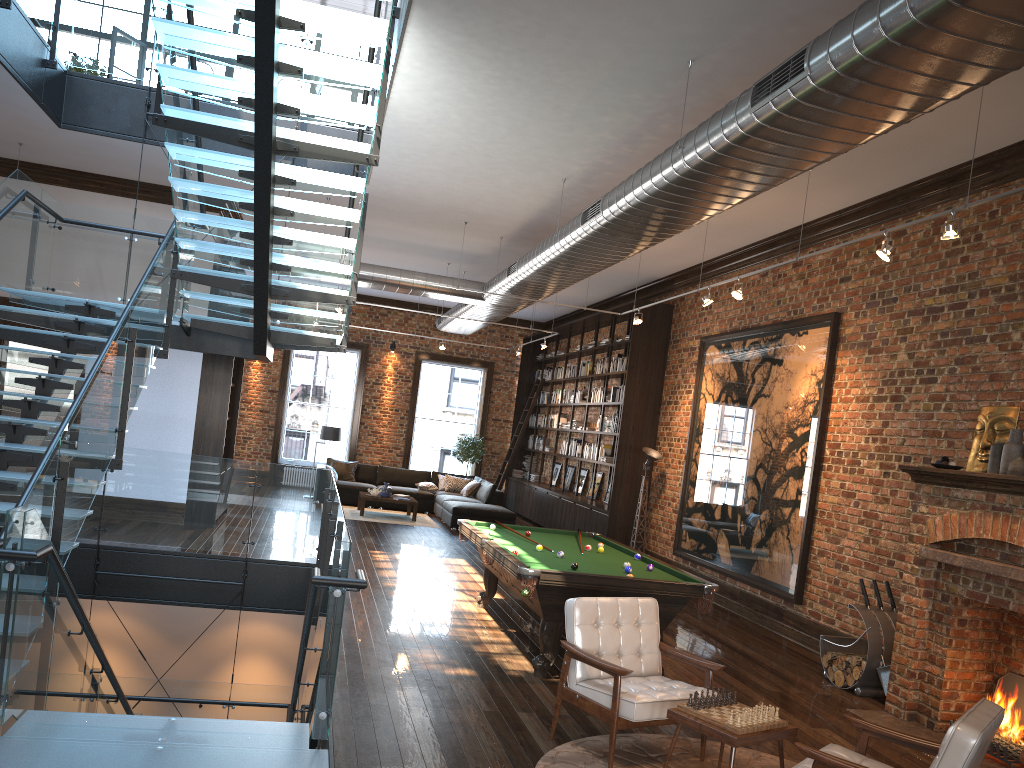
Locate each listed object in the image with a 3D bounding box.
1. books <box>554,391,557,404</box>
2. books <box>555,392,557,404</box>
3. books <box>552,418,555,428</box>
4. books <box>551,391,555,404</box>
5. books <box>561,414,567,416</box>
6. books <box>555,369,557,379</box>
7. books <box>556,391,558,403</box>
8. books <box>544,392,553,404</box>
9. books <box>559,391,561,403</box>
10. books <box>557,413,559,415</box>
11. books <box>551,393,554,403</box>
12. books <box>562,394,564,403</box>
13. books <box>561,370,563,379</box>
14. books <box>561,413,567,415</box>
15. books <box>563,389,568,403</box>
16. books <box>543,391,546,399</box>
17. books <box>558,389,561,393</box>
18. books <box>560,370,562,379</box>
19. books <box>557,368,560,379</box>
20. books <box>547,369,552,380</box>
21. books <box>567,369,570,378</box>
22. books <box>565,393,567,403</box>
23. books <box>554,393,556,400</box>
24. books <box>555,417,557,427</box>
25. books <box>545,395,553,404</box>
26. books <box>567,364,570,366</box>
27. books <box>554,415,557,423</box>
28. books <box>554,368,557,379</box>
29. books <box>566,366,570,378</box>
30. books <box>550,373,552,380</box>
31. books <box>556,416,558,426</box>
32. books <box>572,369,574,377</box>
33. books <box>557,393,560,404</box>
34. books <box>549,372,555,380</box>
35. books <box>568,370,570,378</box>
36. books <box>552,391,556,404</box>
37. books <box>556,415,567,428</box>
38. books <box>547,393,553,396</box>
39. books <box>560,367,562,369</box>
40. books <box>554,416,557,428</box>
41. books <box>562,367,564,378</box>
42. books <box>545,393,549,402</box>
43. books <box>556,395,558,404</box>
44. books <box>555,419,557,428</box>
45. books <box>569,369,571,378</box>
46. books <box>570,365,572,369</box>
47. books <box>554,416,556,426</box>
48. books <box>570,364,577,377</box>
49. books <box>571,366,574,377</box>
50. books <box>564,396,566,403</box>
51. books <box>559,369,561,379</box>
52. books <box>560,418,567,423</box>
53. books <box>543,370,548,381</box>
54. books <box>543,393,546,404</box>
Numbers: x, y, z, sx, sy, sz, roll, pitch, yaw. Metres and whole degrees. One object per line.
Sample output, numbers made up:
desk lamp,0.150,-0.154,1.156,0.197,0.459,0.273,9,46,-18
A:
books,0.990,0.299,18.693,0.174,0.286,0.091,7,1,-13
books,0.992,0.309,18.608,0.175,0.257,0.027,7,2,-13
books,0.940,0.835,18.616,0.186,0.208,0.017,7,2,-13
books,0.947,0.309,18.867,0.174,0.280,0.127,7,1,-13
books,1.038,0.777,18.256,0.162,0.306,0.006,7,2,-13
books,1.018,-0.197,18.795,0.184,0.275,0.013,7,2,-13
books,1.013,0.297,18.590,0.159,0.284,0.015,7,2,-13
books,0.819,0.322,19.437,0.191,0.282,0.005,7,2,-13
books,1.064,0.284,18.347,0.156,0.294,0.026,7,2,-13
books,0.995,0.777,18.458,0.155,0.318,0.013,7,2,-13
books,0.944,0.311,18.920,0.174,0.280,0.127,7,1,-13
books,1.117,0.307,18.039,0.192,0.226,0.025,7,2,-13
books,1.110,-0.176,18.364,0.167,0.208,0.017,7,2,-13
books,1.040,0.765,18.262,0.162,0.332,0.006,7,2,-13
books,1.141,0.263,17.974,0.184,0.314,0.013,7,2,-13
books,0.781,0.319,19.581,0.184,0.293,0.006,7,2,-13
books,1.032,0.276,18.459,0.172,0.315,0.013,7,2,-13
books,1.092,-0.177,18.385,0.179,0.208,0.033,7,1,-13
books,1.048,-0.190,18.676,0.178,0.255,0.035,7,1,-13
books,0.871,-0.183,19.402,0.191,0.280,0.017,7,2,-13
books,1.201,-0.188,17.880,0.187,0.200,0.030,7,1,-13
books,1.165,0.306,17.873,0.161,0.223,0.025,7,2,-13
books,0.986,0.303,18.774,0.174,0.286,0.091,7,1,-13
books,0.995,0.800,18.352,0.180,0.261,0.010,7,2,-13
books,0.824,0.355,19.346,0.186,0.211,0.069,7,1,-13
books,1.191,-0.237,18.073,0.166,0.316,0.016,7,2,-13
books,0.975,0.791,18.443,0.184,0.284,0.011,7,2,-13
books,0.999,-0.197,18.888,0.188,0.280,0.028,7,2,-13
books,1.199,-0.218,17.942,0.192,0.267,0.016,7,2,-13
books,0.915,-0.140,19.281,0.171,0.195,0.083,7,1,-13
books,1.012,0.784,18.304,0.177,0.292,0.013,7,2,-13
books,1.284,-0.192,17.581,0.166,0.195,0.030,7,1,-13
books,1.034,0.312,18.436,0.181,0.242,0.035,7,1,-13
books,0.891,-0.152,19.327,0.173,0.214,0.024,7,2,-13
books,1.224,-0.181,17.825,0.177,0.185,0.035,7,1,-13
books,0.958,0.304,18.807,0.174,0.283,0.112,7,1,-13
books,1.020,0.783,18.238,0.189,0.287,0.013,7,2,-13
books,0.830,0.337,19.367,0.167,0.250,0.079,7,1,-13
books,1.078,-0.206,18.598,0.160,0.286,0.014,7,2,-13
books,0.979,0.804,18.387,0.184,0.252,0.014,7,2,-13
books,1.119,-0.204,18.350,0.160,0.265,0.011,7,2,-13
books,0.813,0.333,19.409,0.183,0.255,0.046,7,1,-13
books,1.017,0.294,18.561,0.148,0.288,0.012,7,2,-13
books,0.996,0.825,18.329,0.181,0.209,0.013,7,2,-13
books,1.245,-0.204,17.730,0.172,0.226,0.030,7,1,-13
books,1.231,-0.229,17.849,0.160,0.286,0.014,7,2,-13
books,0.976,0.799,18.398,0.190,0.264,0.010,7,2,-13
books,1.262,-0.236,17.685,0.176,0.289,0.030,7,2,-13
books,1.270,-0.220,17.633,0.186,0.253,0.029,7,2,-13
books,1.155,0.308,17.901,0.183,0.218,0.034,7,1,-13
books,1.065,-0.185,18.572,0.156,0.238,0.033,7,2,-13
books,1.045,0.812,18.192,0.148,0.233,0.036,7,1,-13
books,0.807,-0.166,19.607,0.235,0.252,0.028,7,1,-13
books,0.791,0.339,19.487,0.189,0.246,0.005,7,2,-13
